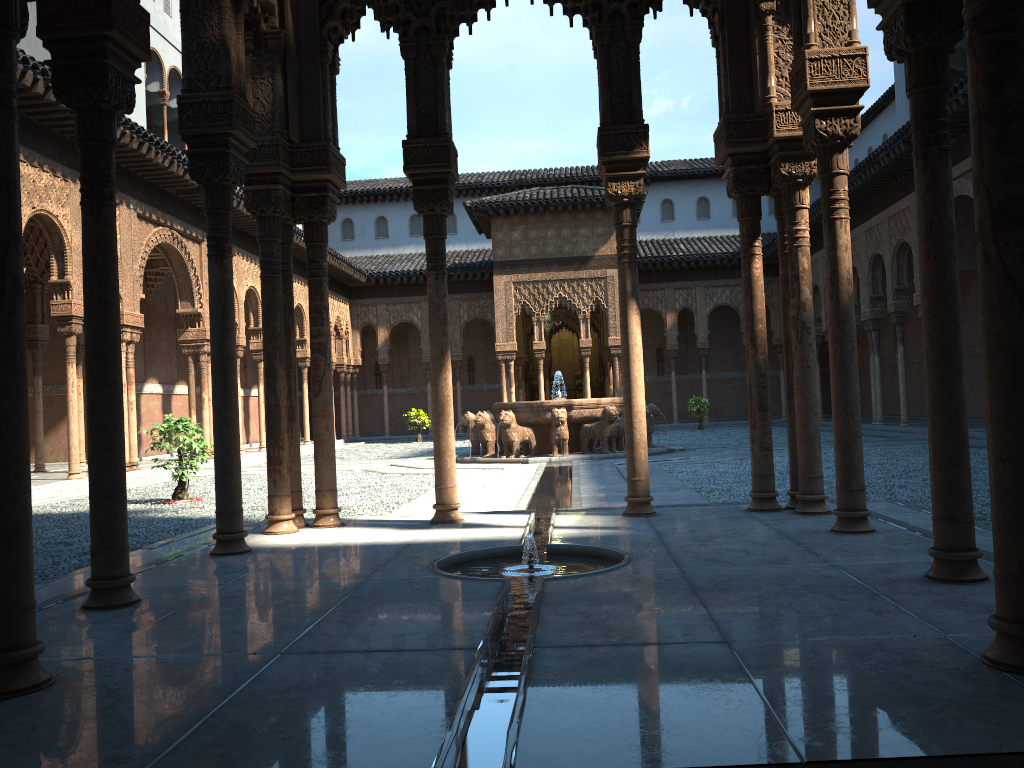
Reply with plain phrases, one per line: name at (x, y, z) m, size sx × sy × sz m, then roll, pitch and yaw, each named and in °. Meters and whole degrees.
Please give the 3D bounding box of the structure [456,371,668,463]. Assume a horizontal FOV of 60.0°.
structure at (1.051, 0.702, 19.506) m, size 4.508 × 1.991 × 4.508 m, roll -3°, pitch -2°, yaw 4°
